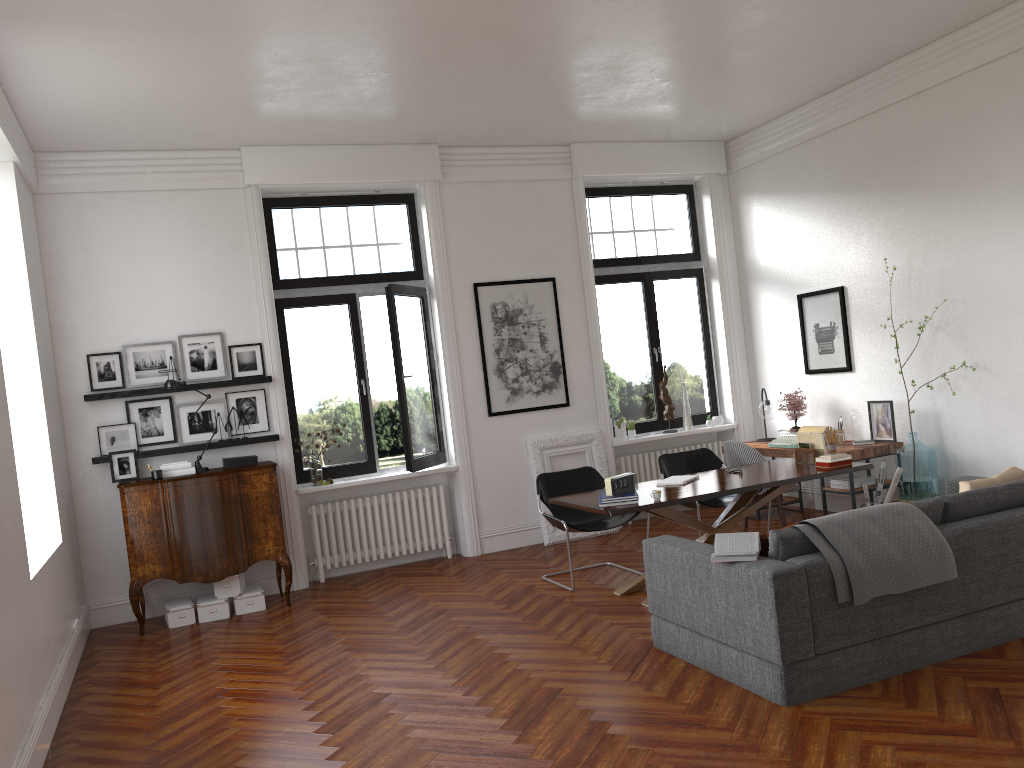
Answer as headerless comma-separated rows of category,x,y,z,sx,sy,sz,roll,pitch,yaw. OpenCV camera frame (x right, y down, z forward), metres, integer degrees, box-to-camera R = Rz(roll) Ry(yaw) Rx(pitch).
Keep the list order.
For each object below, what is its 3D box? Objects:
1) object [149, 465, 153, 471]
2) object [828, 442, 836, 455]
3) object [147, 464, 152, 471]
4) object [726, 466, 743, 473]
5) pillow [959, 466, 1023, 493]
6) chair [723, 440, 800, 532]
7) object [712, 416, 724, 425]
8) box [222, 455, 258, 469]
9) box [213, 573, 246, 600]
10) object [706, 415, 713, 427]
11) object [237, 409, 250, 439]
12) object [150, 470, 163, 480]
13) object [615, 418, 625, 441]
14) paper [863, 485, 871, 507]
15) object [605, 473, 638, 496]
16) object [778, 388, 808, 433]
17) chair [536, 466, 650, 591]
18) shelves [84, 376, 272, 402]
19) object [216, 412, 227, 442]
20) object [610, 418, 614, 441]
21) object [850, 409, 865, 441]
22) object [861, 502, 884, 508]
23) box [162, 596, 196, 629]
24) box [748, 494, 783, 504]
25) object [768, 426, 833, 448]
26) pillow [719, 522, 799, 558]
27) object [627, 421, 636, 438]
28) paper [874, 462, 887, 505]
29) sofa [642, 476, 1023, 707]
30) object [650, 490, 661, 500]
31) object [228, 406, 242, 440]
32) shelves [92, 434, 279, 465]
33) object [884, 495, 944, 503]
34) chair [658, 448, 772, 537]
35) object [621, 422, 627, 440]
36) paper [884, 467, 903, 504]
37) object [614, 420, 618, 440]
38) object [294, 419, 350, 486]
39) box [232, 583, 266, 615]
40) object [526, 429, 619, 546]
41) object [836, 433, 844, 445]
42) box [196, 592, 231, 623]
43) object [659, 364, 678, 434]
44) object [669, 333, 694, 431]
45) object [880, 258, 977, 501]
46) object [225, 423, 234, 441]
object,-2.895,0.705,7.143,0.045,0.139,0.010,-7,2,-24
object,2.459,0.494,6.800,0.058,0.091,0.058,-7,2,-34
object,-2.893,0.698,7.118,0.050,0.119,0.010,-7,2,-19
object,1.765,0.675,6.986,0.133,0.047,0.114,-6,1,32
pillow,2.842,0.745,5.301,0.485,0.460,0.225,-7,1,-22
chair,2.291,0.940,8.245,0.547,0.900,0.717,-7,1,-29
object,2.308,0.410,9.946,0.132,0.098,0.134,-6,1,39
box,-2.346,0.670,7.653,0.282,0.086,0.208,-7,1,-21
box,-2.388,1.678,7.499,0.209,0.177,0.394,-7,1,-11
object,2.177,0.408,9.805,0.072,0.134,0.072,-6,1,4
object,-2.386,0.355,7.868,0.110,0.262,0.040,-7,2,-21
object,-2.858,0.735,7.141,0.091,0.077,0.091,-6,1,42
object,1.135,0.476,9.351,0.102,0.244,0.098,-8,2,-44
paper,2.999,1.076,7.422,0.073,0.479,0.033,-6,2,15
object,0.762,0.697,6.149,0.082,0.126,0.275,-5,1,42
object,2.825,0.299,8.884,0.290,0.529,0.308,-6,1,24
chair,0.622,1.146,7.192,0.752,0.873,0.746,-7,1,-21
shelves,-2.850,0.039,7.641,1.513,0.055,0.158,-7,1,-21
object,-2.555,0.377,7.762,0.124,0.260,0.040,-7,2,-21
object,1.049,0.488,9.430,0.051,0.238,0.051,-6,2,13
object,3.157,0.383,8.106,0.112,0.302,0.111,-6,2,15
object,3.086,1.167,7.456,0.261,0.305,0.260,-6,1,33
box,-2.759,1.898,7.350,0.209,0.177,0.394,-7,1,-26
box,2.549,1.167,9.080,0.317,0.082,0.296,-7,1,-21
object,2.724,0.502,8.479,0.484,0.149,0.535,-7,1,-23
pillow,1.378,0.945,4.825,0.470,0.397,0.330,-6,1,16
object,1.287,0.486,9.529,0.097,0.185,0.099,-7,1,1
paper,3.114,0.988,7.549,0.293,0.626,0.048,-7,2,-29
sofa,2.242,1.041,5.236,2.642,0.829,1.262,-7,1,-21
object,0.983,0.761,6.063,0.082,0.065,0.064,-7,1,-1
object,-2.442,0.344,7.816,0.118,0.299,0.040,-7,2,-21
shelves,-2.791,0.559,7.657,1.513,0.055,0.156,-7,1,-21
object,3.453,1.117,7.498,0.341,0.317,0.435,-7,1,-21
chair,1.709,1.019,7.620,0.752,0.873,0.746,-7,1,-21
object,1.190,0.497,9.439,0.051,0.188,0.051,-6,2,13
paper,3.106,0.989,7.346,0.047,0.610,0.330,-8,2,-41
object,1.119,0.492,9.436,0.051,0.213,0.051,-6,2,13
object,-1.737,0.636,8.332,0.317,0.600,0.541,-5,2,39
box,-2.247,1.838,7.552,0.244,0.177,0.394,-7,1,-21
object,0.623,1.037,8.974,0.829,1.063,0.234,-7,2,-21
object,2.996,0.502,8.134,0.093,0.101,0.093,-7,1,-30
box,-2.491,1.867,7.423,0.244,0.177,0.394,-7,1,-16
object,1.676,0.160,9.621,0.165,0.754,0.142,-6,2,21
object,1.925,-0.021,9.694,0.295,1.054,0.289,-7,2,-18
object,3.448,-0.073,7.332,0.353,2.059,0.808,-8,2,-41
object,-2.476,0.418,7.763,0.066,0.161,0.040,-7,2,-21
